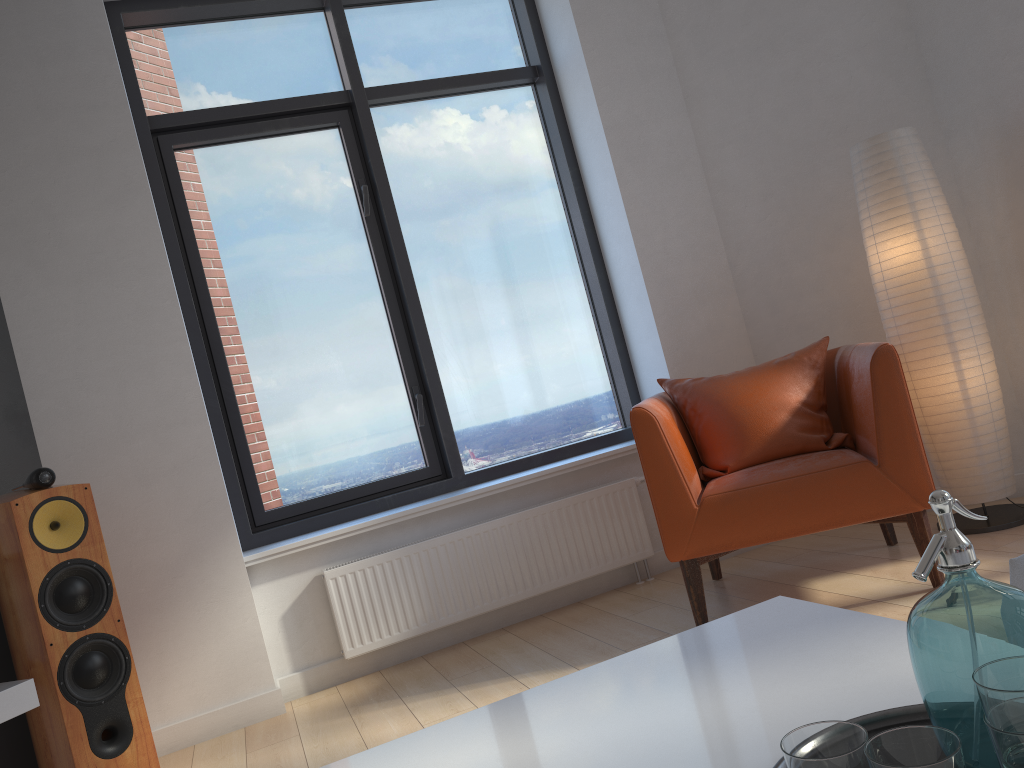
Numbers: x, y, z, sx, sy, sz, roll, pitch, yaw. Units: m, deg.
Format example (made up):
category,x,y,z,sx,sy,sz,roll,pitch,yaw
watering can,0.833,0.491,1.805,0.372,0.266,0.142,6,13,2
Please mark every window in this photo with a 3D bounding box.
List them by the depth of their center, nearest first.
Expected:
category,x,y,z,sx,sy,sz,roll,pitch,yaw
window,-0.555,-0.678,4.112,1.960,2.402,0.170,-14,-2,-18

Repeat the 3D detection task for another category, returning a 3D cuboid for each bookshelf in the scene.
category,x,y,z,sx,sy,sz,roll,pitch,yaw
bookshelf,-2.343,0.514,1.285,0.455,2.052,3.000,-15,-2,27

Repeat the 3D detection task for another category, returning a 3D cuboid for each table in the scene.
category,x,y,z,sx,sy,sz,roll,pitch,yaw
table,0.198,0.660,0.899,1.091,0.435,1.091,-14,-2,-18

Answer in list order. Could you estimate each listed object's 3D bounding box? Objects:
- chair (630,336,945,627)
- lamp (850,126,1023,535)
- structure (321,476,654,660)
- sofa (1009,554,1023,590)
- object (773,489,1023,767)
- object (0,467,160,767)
category,x,y,z,sx,sy,sz,roll,pitch,yaw
chair,0.980,0.311,3.263,0.896,0.858,0.843,-15,-2,14
lamp,1.797,-0.258,3.289,0.804,1.550,0.502,-16,-2,32
structure,-0.028,0.798,3.767,1.474,0.460,0.110,-14,-2,-18
sofa,0.847,0.329,0.231,3.424,0.732,2.614,-14,-2,-18
object,0.371,0.251,0.836,0.330,0.265,0.330,-15,-2,6
object,-1.452,0.822,2.852,0.434,1.088,0.290,-16,-2,42
